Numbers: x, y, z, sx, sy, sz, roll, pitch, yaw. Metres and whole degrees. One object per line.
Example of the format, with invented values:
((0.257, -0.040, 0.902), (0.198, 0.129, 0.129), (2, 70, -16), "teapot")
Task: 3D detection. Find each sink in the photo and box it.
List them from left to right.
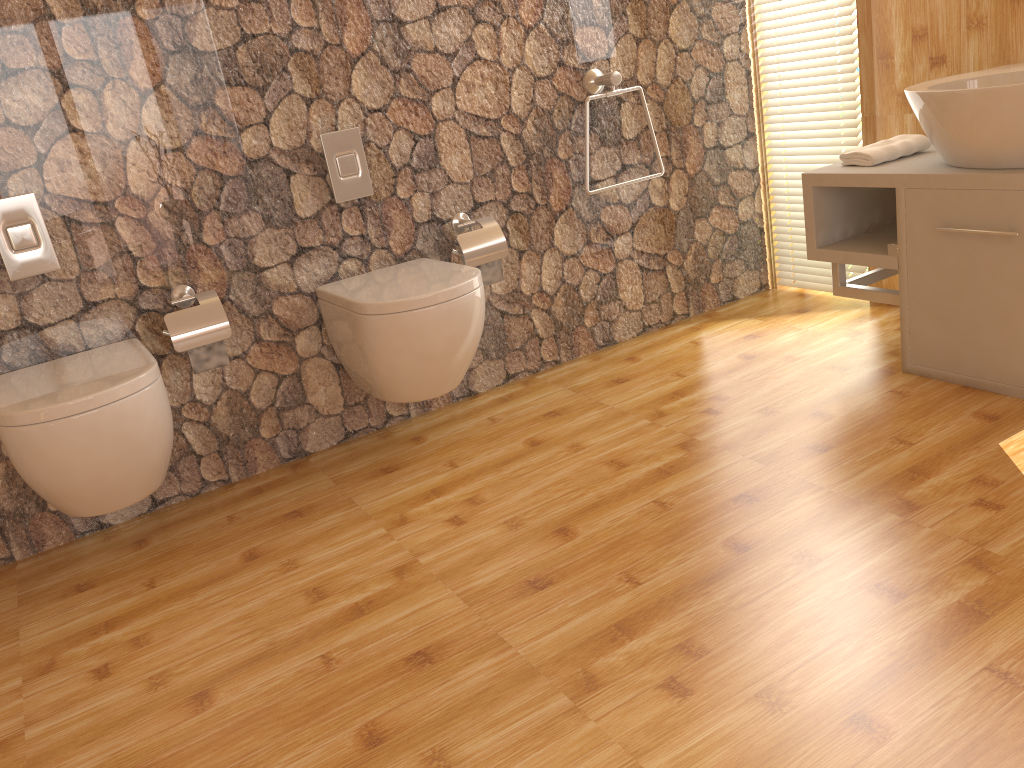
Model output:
((1.308, -0.777, 2.204), (0.533, 0.409, 0.634), (-20, 21, -25), "sink")

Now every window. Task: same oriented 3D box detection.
((1.996, -1.046, 1.606), (0.010, 2.164, 3.964), (-20, 21, -25), "window")

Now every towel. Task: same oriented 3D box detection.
((1.103, -0.692, 2.624), (0.225, 0.048, 0.140), (-18, 20, -20), "towel")

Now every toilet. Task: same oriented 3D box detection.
((-1.028, 0.136, 2.188), (0.371, 0.337, 0.507), (-20, 21, -25), "toilet")
((-0.277, -0.137, 2.561), (0.371, 0.337, 0.507), (-20, 21, -25), "toilet")

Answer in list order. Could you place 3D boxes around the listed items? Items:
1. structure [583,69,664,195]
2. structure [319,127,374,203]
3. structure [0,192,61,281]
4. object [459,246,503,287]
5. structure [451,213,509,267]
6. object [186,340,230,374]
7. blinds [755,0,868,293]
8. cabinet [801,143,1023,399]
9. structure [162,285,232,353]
((0.332, -0.858, 2.967), (0.332, 0.387, 0.133), (-20, 21, -25), "structure")
((-0.486, -0.644, 2.611), (0.120, 0.200, 0.010), (-20, 21, -25), "structure")
((-1.236, -0.372, 2.239), (0.120, 0.200, 0.010), (-20, 21, -25), "structure")
((-0.097, -0.388, 2.790), (0.098, 0.151, 0.090), (-20, 21, -25), "object")
((-0.126, -0.458, 2.783), (0.170, 0.151, 0.154), (-20, 21, -25), "structure")
((-0.845, -0.116, 2.418), (0.098, 0.151, 0.090), (-20, 21, -25), "object")
((0.998, -1.374, 3.043), (0.042, 2.178, 0.420), (-20, 21, -25), "blinds")
((1.399, -0.324, 2.369), (0.517, 0.570, 1.136), (-20, 21, -25), "cabinet")
((-0.875, -0.186, 2.412), (0.170, 0.151, 0.154), (-20, 21, -25), "structure")
